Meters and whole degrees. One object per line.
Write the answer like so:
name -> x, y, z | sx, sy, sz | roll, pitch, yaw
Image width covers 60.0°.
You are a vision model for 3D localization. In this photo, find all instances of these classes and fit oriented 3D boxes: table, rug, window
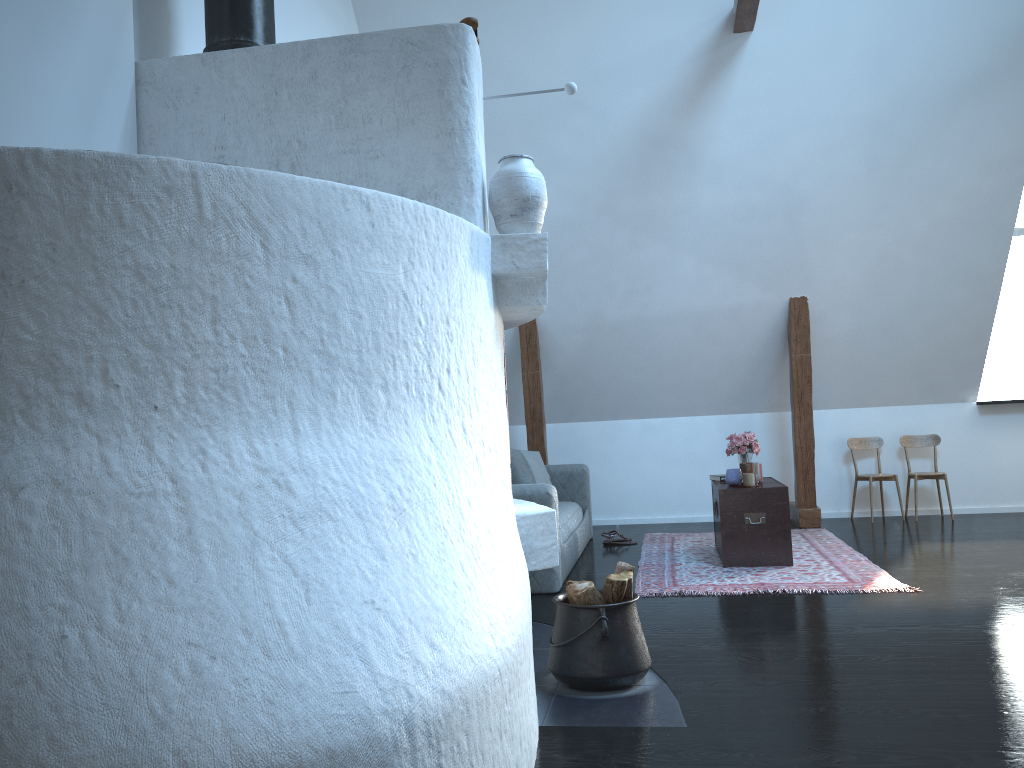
table -> 1.607, 0.909, 5.982 | 0.471, 0.492, 0.962 | -3, -3, 10
rug -> 1.593, 1.149, 5.947 | 1.512, 0.029, 2.647 | -3, -3, 10
window -> 5.864, -2.202, 4.620 | 8.018, 4.249, 5.959 | -3, -3, 10

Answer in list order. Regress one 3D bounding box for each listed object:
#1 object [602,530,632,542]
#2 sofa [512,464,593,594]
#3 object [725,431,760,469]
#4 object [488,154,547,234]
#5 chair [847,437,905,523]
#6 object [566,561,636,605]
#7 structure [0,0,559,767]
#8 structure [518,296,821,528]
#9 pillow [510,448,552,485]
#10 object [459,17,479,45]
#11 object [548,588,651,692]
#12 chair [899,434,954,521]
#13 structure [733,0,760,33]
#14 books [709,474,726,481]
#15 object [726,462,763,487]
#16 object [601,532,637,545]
object -> 0.822, 1.196, 6.989 | 0.277, 0.090, 0.101 | -1, -3, -34
sofa -> -0.089, 0.874, 6.277 | 1.107, 0.770, 2.458 | -3, -3, 10
object -> 1.622, 0.502, 6.238 | 0.235, 0.351, 0.234 | -1, -3, -30
object -> 0.021, -0.619, 3.053 | 0.203, 0.314, 0.203 | -3, -3, -6
chair -> 3.069, 0.800, 7.501 | 0.329, 0.696, 0.342 | -3, -3, -7
object -> 0.334, 0.870, 3.311 | 0.270, 0.370, 0.240 | -3, -3, 9
structure -> -1.388, -1.156, 3.213 | 3.049, 4.752, 3.058 | -4, -3, 18
structure -> 6.233, -0.009, 6.928 | 12.350, 1.963, 1.023 | -3, -3, 10
pillow -> 0.001, 0.693, 6.288 | 0.444, 0.515, 2.075 | -3, -3, 10
object -> -0.299, -1.218, 3.485 | 0.311, 0.094, 0.783 | -3, -3, -5
object -> 0.322, 0.954, 3.323 | 0.384, 0.313, 0.384 | -5, -3, 36
chair -> 3.463, 0.776, 7.414 | 0.329, 0.696, 0.342 | -3, -3, 11
structure -> 3.574, -2.877, 2.340 | 15.910, 3.562, 10.230 | -4, -3, 15
books -> 1.568, 0.669, 6.371 | 0.243, 0.034, 0.179 | -2, -3, -12
object -> 1.535, 0.599, 5.889 | 0.215, 0.138, 0.413 | -4, -3, 21
object -> 0.828, 1.189, 6.829 | 0.277, 0.090, 0.101 | -3, -3, -2
